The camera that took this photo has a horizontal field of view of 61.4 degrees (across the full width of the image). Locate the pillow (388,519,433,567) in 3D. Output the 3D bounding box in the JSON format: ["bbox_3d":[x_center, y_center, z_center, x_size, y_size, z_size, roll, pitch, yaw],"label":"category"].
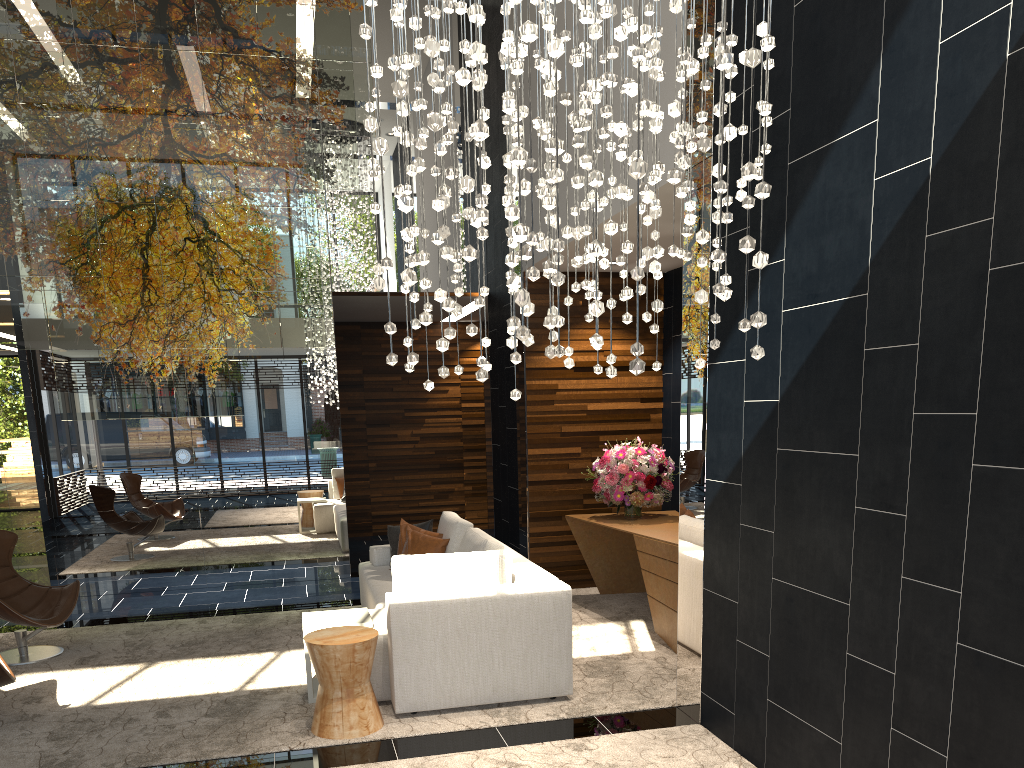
[{"bbox_3d":[-0.823,1.285,6.949,0.551,0.428,0.248,1,8,33],"label":"pillow"}]

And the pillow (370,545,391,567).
[{"bbox_3d":[-0.877,1.418,7.238,0.621,0.156,0.234,-1,2,-19],"label":"pillow"}]

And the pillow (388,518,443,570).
[{"bbox_3d":[-0.748,1.276,6.748,0.544,0.444,0.237,2,9,41],"label":"pillow"}]

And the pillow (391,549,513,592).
[{"bbox_3d":[-0.346,1.203,5.029,0.710,0.475,0.210,-2,9,-12],"label":"pillow"}]

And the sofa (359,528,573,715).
[{"bbox_3d":[-0.607,1.538,6.121,1.287,0.701,2.791,-2,-1,-14],"label":"sofa"}]

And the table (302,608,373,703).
[{"bbox_3d":[-1.053,1.643,5.248,0.399,0.481,0.389,-3,7,-14],"label":"table"}]

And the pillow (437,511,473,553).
[{"bbox_3d":[-0.471,1.247,6.701,0.247,0.464,0.703,-4,3,-14],"label":"pillow"}]

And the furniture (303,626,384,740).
[{"bbox_3d":[-0.899,1.597,4.632,0.392,0.538,0.380,1,8,21],"label":"furniture"}]

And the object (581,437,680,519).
[{"bbox_3d":[0.999,0.776,7.125,0.686,0.698,0.645,-4,6,-23],"label":"object"}]

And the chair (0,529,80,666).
[{"bbox_3d":[-3.535,1.493,6.086,0.788,0.960,0.653,0,8,14],"label":"chair"}]

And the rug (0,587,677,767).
[{"bbox_3d":[-1.067,1.902,6.020,5.885,0.006,3.146,-1,-1,-14],"label":"rug"}]

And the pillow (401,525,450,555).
[{"bbox_3d":[-0.704,1.294,6.537,0.263,0.426,0.514,-9,8,-43],"label":"pillow"}]

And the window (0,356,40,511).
[{"bbox_3d":[-9.107,0.933,16.002,3.946,2.937,0.057,-2,11,-13],"label":"window"}]

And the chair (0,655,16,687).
[{"bbox_3d":[-3.051,1.440,4.497,0.667,0.960,0.773,6,10,44],"label":"chair"}]

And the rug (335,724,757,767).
[{"bbox_3d":[-0.375,1.811,3.092,3.407,0.006,2.287,-1,-1,-14],"label":"rug"}]

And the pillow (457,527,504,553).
[{"bbox_3d":[-0.256,1.227,5.847,0.289,0.448,0.703,-3,3,-13],"label":"pillow"}]

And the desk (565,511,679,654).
[{"bbox_3d":[1.217,1.481,6.656,0.987,0.768,2.196,-2,0,-14],"label":"desk"}]
